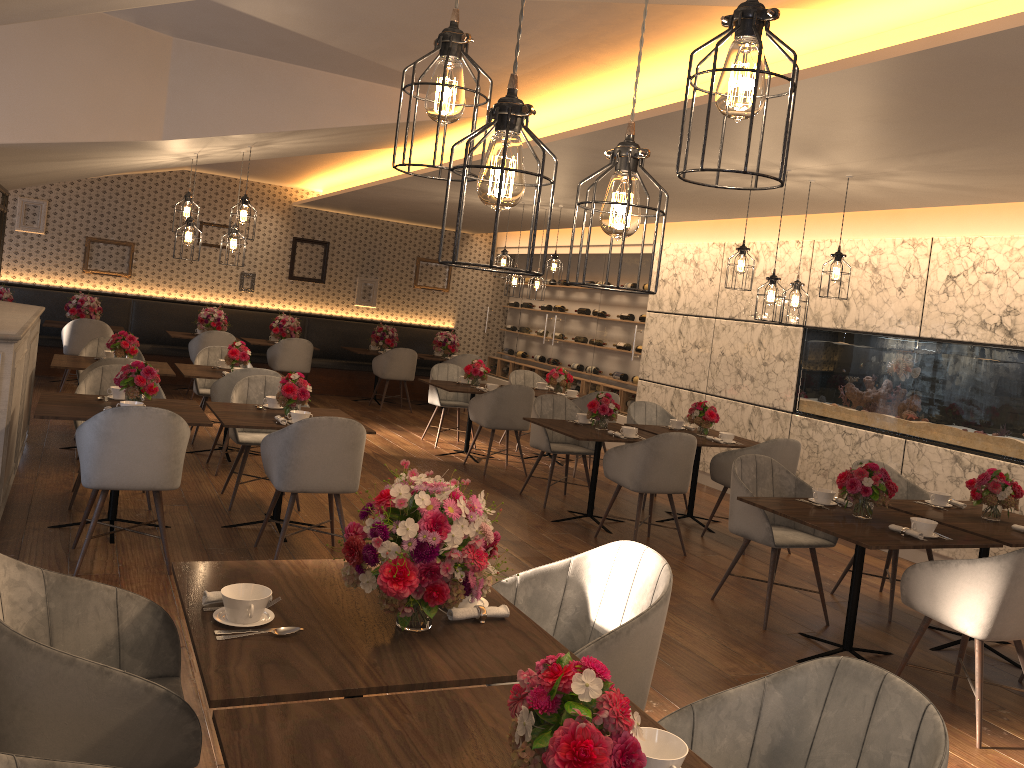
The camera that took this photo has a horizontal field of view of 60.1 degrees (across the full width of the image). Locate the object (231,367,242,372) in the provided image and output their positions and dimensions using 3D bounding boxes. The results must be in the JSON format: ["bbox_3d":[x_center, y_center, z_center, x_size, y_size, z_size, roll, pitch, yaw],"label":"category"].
[{"bbox_3d":[-2.286,-0.095,7.452,0.149,0.072,0.148,9,5,31],"label":"object"}]

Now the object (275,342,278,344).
[{"bbox_3d":[-3.087,-0.537,11.652,0.056,0.039,0.176,5,5,-26],"label":"object"}]

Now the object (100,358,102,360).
[{"bbox_3d":[-3.489,-0.210,7.514,0.022,0.004,0.212,5,5,-26],"label":"object"}]

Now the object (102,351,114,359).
[{"bbox_3d":[-3.426,-0.242,7.571,0.149,0.072,0.148,9,5,31],"label":"object"}]

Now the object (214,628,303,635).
[{"bbox_3d":[-0.613,0.599,2.150,0.210,0.004,0.022,4,5,-26],"label":"object"}]

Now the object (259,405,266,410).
[{"bbox_3d":[-1.642,0.157,5.841,0.022,0.004,0.212,5,5,-26],"label":"object"}]

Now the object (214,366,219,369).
[{"bbox_3d":[-2.643,-0.144,7.927,0.022,0.004,0.212,5,5,-26],"label":"object"}]

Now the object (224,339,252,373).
[{"bbox_3d":[-2.373,-0.241,7.693,0.234,0.301,0.306,7,3,-7],"label":"object"}]

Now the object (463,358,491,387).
[{"bbox_3d":[-0.356,-0.120,9.093,0.235,0.301,0.304,9,4,41],"label":"object"}]

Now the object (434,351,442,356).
[{"bbox_3d":[-1.105,-0.457,13.296,0.148,0.072,0.148,8,4,16],"label":"object"}]

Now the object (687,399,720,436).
[{"bbox_3d":[1.577,0.271,7.254,0.233,0.301,0.306,6,4,-24],"label":"object"}]

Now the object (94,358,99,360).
[{"bbox_3d":[-3.522,-0.219,7.505,0.043,0.015,0.198,4,6,-30],"label":"object"}]

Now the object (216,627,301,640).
[{"bbox_3d":[-0.603,0.597,2.115,0.197,0.015,0.043,4,5,-30],"label":"object"}]

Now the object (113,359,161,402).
[{"bbox_3d":[-2.206,-0.006,5.185,0.306,0.301,0.234,10,4,39],"label":"object"}]

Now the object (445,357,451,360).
[{"bbox_3d":[-0.914,-0.367,12.715,0.056,0.039,0.176,5,5,-26],"label":"object"}]

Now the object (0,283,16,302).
[{"bbox_3d":[-6.091,-0.986,10.425,0.406,0.424,0.420,8,3,16],"label":"object"}]

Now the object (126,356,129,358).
[{"bbox_3d":[-3.326,-0.217,7.621,0.056,0.039,0.176,5,5,-26],"label":"object"}]

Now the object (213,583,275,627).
[{"bbox_3d":[-0.666,0.553,2.208,0.148,0.072,0.148,8,4,16],"label":"object"}]

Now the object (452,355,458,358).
[{"bbox_3d":[-0.810,-0.376,12.764,0.148,0.072,0.148,9,5,21],"label":"object"}]

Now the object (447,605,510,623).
[{"bbox_3d":[-0.089,0.622,2.404,0.175,0.039,0.056,5,4,-26],"label":"object"}]

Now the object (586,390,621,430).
[{"bbox_3d":[0.713,0.201,6.864,0.235,0.301,0.304,9,4,41],"label":"object"}]

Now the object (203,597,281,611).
[{"bbox_3d":[-0.694,0.567,2.284,0.192,0.024,0.025,4,4,-26],"label":"object"}]

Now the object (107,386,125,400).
[{"bbox_3d":[-2.425,0.058,5.484,0.149,0.072,0.148,9,5,31],"label":"object"}]

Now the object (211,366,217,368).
[{"bbox_3d":[-2.677,-0.153,7.918,0.043,0.015,0.198,4,6,-30],"label":"object"}]

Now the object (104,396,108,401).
[{"bbox_3d":[-2.487,0.091,5.427,0.022,0.004,0.212,5,5,-26],"label":"object"}]

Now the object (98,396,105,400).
[{"bbox_3d":[-2.521,0.082,5.418,0.043,0.015,0.198,4,6,-30],"label":"object"}]

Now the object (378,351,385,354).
[{"bbox_3d":[-1.809,-0.437,12.277,0.056,0.039,0.176,5,5,-26],"label":"object"}]

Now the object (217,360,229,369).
[{"bbox_3d":[-2.581,-0.176,7.984,0.149,0.072,0.148,9,5,31],"label":"object"}]

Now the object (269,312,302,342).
[{"bbox_3d":[-3.041,-0.747,11.899,0.419,0.424,0.407,5,3,-24],"label":"object"}]

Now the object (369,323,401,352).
[{"bbox_3d":[-1.800,-0.652,12.520,0.406,0.424,0.420,8,3,16],"label":"object"}]

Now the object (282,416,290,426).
[{"bbox_3d":[-1.363,0.223,5.340,0.025,0.024,0.193,5,5,-26],"label":"object"}]

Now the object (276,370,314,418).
[{"bbox_3d":[-1.372,0.059,5.606,0.234,0.301,0.306,7,3,-7],"label":"object"}]

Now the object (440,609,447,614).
[{"bbox_3d":[-0.114,0.624,2.431,0.192,0.024,0.025,4,4,-26],"label":"object"}]

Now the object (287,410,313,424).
[{"bbox_3d":[-1.285,0.206,5.366,0.149,0.072,0.148,9,5,31],"label":"object"}]

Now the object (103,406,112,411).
[{"bbox_3d":[-2.234,0.149,4.903,0.056,0.039,0.176,5,5,-26],"label":"object"}]

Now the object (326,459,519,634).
[{"bbox_3d":[-0.230,0.418,2.305,0.419,0.424,0.407,4,4,-38],"label":"object"}]

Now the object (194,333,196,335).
[{"bbox_3d":[-4.208,-0.662,11.752,0.022,0.004,0.212,5,5,-26],"label":"object"}]

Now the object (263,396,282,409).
[{"bbox_3d":[-1.580,0.124,5.897,0.149,0.072,0.148,9,5,31],"label":"object"}]

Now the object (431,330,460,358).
[{"bbox_3d":[-0.964,-0.587,12.941,0.406,0.424,0.420,8,3,17],"label":"object"}]

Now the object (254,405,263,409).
[{"bbox_3d":[-1.676,0.148,5.831,0.043,0.015,0.198,4,6,-30],"label":"object"}]

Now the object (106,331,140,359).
[{"bbox_3d":[-3.208,-0.306,7.271,0.306,0.301,0.234,10,4,39],"label":"object"}]

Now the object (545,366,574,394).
[{"bbox_3d":[0.506,-0.050,9.479,0.305,0.301,0.235,7,3,-4],"label":"object"}]

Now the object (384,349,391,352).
[{"bbox_3d":[-1.706,-0.446,12.326,0.148,0.072,0.148,8,4,16],"label":"object"}]

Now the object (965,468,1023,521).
[{"bbox_3d":[2.685,0.603,4.937,0.305,0.301,0.235,7,3,-4],"label":"object"}]

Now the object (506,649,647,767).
[{"bbox_3d":[0.112,0.593,1.477,0.234,0.301,0.306,7,3,-7],"label":"object"}]

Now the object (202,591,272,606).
[{"bbox_3d":[-0.717,0.555,2.311,0.175,0.039,0.056,5,4,-26],"label":"object"}]

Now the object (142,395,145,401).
[{"bbox_3d":[-2.325,0.083,5.535,0.056,0.039,0.176,5,5,-26],"label":"object"}]

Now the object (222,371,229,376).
[{"bbox_3d":[-2.390,-0.086,7.403,0.056,0.039,0.176,5,5,-26],"label":"object"}]

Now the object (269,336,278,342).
[{"bbox_3d":[-3.278,-0.627,12.233,0.148,0.072,0.148,9,5,21],"label":"object"}]

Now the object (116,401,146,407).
[{"bbox_3d":[-2.130,0.140,4.953,0.149,0.072,0.148,9,5,31],"label":"object"}]

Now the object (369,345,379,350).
[{"bbox_3d":[-2.000,-0.527,12.858,0.148,0.072,0.148,9,5,21],"label":"object"}]

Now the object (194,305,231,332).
[{"bbox_3d":[-3.918,-0.824,11.582,0.406,0.424,0.420,8,3,17],"label":"object"}]

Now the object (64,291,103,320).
[{"bbox_3d":[-5.240,-0.919,10.835,0.419,0.424,0.407,4,4,-38],"label":"object"}]

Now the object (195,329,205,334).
[{"bbox_3d":[-4.146,-0.695,11.809,0.148,0.072,0.148,9,5,21],"label":"object"}]

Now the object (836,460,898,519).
[{"bbox_3d":[1.824,0.535,4.547,0.305,0.301,0.234,7,3,7],"label":"object"}]

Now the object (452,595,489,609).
[{"bbox_3d":[-0.137,0.591,2.506,0.148,0.072,0.148,8,4,16],"label":"object"}]

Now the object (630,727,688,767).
[{"bbox_3d":[0.265,0.712,1.668,0.148,0.072,0.148,8,4,16],"label":"object"}]

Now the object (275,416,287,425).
[{"bbox_3d":[-1.389,0.215,5.316,0.056,0.039,0.176,5,5,-26],"label":"object"}]
